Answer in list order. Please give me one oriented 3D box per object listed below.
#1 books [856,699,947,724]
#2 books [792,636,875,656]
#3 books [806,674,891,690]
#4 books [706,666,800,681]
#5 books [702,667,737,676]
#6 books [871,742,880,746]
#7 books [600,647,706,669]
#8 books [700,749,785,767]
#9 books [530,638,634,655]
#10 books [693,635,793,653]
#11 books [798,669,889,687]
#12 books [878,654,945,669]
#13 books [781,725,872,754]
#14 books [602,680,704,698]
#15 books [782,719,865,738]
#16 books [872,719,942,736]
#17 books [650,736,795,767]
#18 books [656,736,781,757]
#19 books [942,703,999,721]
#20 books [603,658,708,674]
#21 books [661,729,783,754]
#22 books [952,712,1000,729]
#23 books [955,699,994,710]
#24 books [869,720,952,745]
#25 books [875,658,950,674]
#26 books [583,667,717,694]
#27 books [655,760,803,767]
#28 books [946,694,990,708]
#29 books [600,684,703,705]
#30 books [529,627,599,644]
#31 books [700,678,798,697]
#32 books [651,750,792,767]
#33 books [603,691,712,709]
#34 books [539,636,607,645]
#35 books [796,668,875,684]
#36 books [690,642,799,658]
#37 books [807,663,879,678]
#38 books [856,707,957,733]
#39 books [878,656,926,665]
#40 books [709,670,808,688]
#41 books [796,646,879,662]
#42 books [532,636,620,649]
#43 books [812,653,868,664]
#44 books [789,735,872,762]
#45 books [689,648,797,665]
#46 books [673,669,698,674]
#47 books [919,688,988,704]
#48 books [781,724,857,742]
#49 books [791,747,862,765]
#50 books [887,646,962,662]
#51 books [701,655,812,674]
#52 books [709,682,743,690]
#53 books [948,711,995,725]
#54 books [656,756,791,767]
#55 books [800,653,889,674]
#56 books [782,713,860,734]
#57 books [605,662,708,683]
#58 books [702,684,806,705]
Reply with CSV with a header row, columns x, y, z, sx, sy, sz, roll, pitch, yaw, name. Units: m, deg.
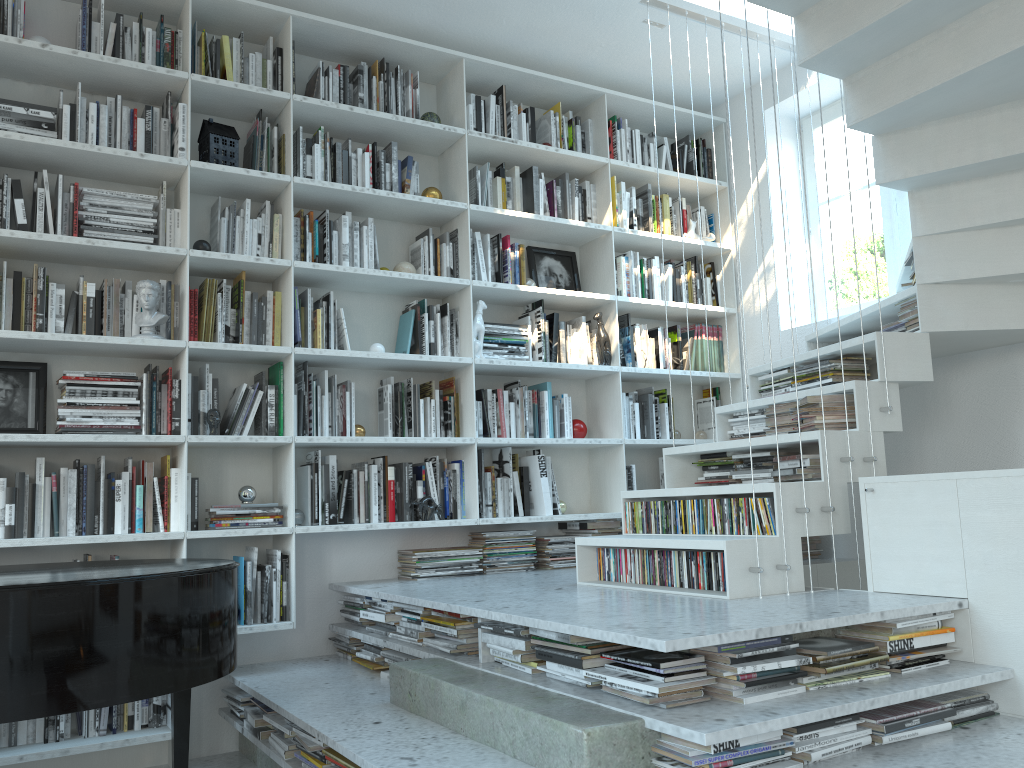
x,y,z,sx,sy,sz,roll,pitch,yaw,name
0.962,0.840,2.298,0.275,0.009,0.177,2,-9,-30,books
0.834,0.701,2.375,0.203,0.011,0.173,3,-10,-35,books
0.837,0.781,2.365,0.291,0.007,0.174,2,-9,-27,books
0.589,0.718,2.239,0.210,0.012,0.168,2,-9,-29,books
0.587,0.708,2.243,0.260,0.009,0.153,2,-9,-27,books
0.964,0.900,2.307,0.249,0.009,0.144,3,-9,-31,books
0.350,0.683,2.222,0.149,0.014,0.228,3,-9,-32,books
0.479,0.833,2.012,0.210,0.012,0.168,2,-9,-26,books
0.197,0.715,2.451,0.168,0.013,0.281,3,-9,-33,books
0.577,0.657,2.264,0.261,0.016,0.129,3,-9,-31,books
0.837,0.775,2.366,0.287,0.005,0.165,2,-9,-25,books
1.089,0.782,2.527,0.259,0.009,0.152,3,-9,-33,books
0.722,0.853,2.160,0.272,0.012,0.159,3,-9,-32,books
0.350,0.748,2.212,0.152,0.015,0.208,3,-9,-33,books
0.718,0.827,2.168,0.242,0.005,0.153,2,-9,-29,books
0.971,0.873,2.297,0.254,0.005,0.161,3,-10,-34,books
0.477,0.821,2.017,0.292,0.012,0.159,2,-9,-27,books
0.470,0.812,2.029,0.257,0.010,0.132,2,-9,-26,books
1.195,0.890,2.439,0.234,0.017,0.151,2,-9,-29,books
0.353,0.695,2.222,0.132,0.009,0.269,2,-9,-26,books
0.477,0.793,2.020,0.234,0.025,0.157,3,-10,-35,books
1.199,0.911,2.431,0.261,0.006,0.151,3,-10,-34,books
1.193,0.879,2.444,0.225,0.007,0.133,2,-9,-26,books
0.974,0.884,2.290,0.250,0.018,0.177,2,-9,-27,books
1.094,0.790,2.517,0.220,0.011,0.177,3,-9,-32,books
0.337,0.728,2.208,0.185,0.014,0.297,3,-9,-31,books
0.487,0.867,1.996,0.262,0.023,0.200,3,-9,-32,books
1.189,0.869,2.450,0.229,0.014,0.133,3,-9,-31,books
0.345,0.762,2.207,0.161,0.014,0.212,2,-9,-26,books
0.184,0.683,2.449,0.189,0.022,0.238,2,-9,-25,books
0.586,0.756,2.241,0.227,0.013,0.148,3,-9,-32,books
0.477,0.848,2.016,0.285,0.008,0.159,3,-9,-32,books
0.359,0.774,2.214,0.144,0.009,0.250,2,-9,-30,books
0.197,0.698,2.454,0.170,0.008,0.208,2,-9,-27,books
0.826,0.769,2.384,0.293,0.014,0.134,3,-9,-33,books
0.587,0.666,2.244,0.228,0.009,0.159,3,-10,-34,books
0.834,0.752,2.373,0.214,0.015,0.177,2,-9,-29,books
0.974,0.852,2.292,0.287,0.018,0.190,3,-9,-31,books
1.085,0.771,2.533,0.262,0.016,0.132,3,-10,-35,books
0.594,0.729,2.228,0.215,0.013,0.189,3,-9,-31,books
0.831,0.714,2.379,0.246,0.013,0.173,3,-9,-31,books
0.197,0.705,2.453,0.171,0.007,0.261,3,-9,-32,books
0.829,0.726,2.382,0.179,0.010,0.160,2,-9,-28,books
0.728,0.867,2.149,0.232,0.019,0.170,3,-10,-35,books
0.584,0.680,2.250,0.221,0.018,0.154,2,-9,-29,books
0.376,0.705,2.234,0.091,0.011,0.190,3,-9,-32,books
1.189,0.859,2.451,0.215,0.007,0.131,2,-9,-28,books
0.715,0.839,2.172,0.211,0.018,0.134,2,-9,-27,books
0.721,0.886,2.159,0.208,0.015,0.153,3,-9,-32,books
1.098,0.755,2.513,0.281,0.008,0.181,2,-9,-25,books
0.597,0.693,2.226,0.230,0.015,0.190,2,-9,-25,books
0.583,0.744,2.247,0.207,0.012,0.131,3,-10,-34,books
1.197,0.903,2.436,0.179,0.010,0.160,2,-9,-30,books
0.477,0.855,2.015,0.264,0.006,0.165,2,-9,-29,books
0.841,0.735,2.362,0.273,0.014,0.188,3,-10,-35,books
0.716,0.818,2.171,0.220,0.013,0.149,3,-9,-31,books
0.358,0.716,2.221,0.137,0.012,0.242,2,-9,-29,books
0.594,0.767,2.227,0.216,0.015,0.178,3,-9,-32,books
